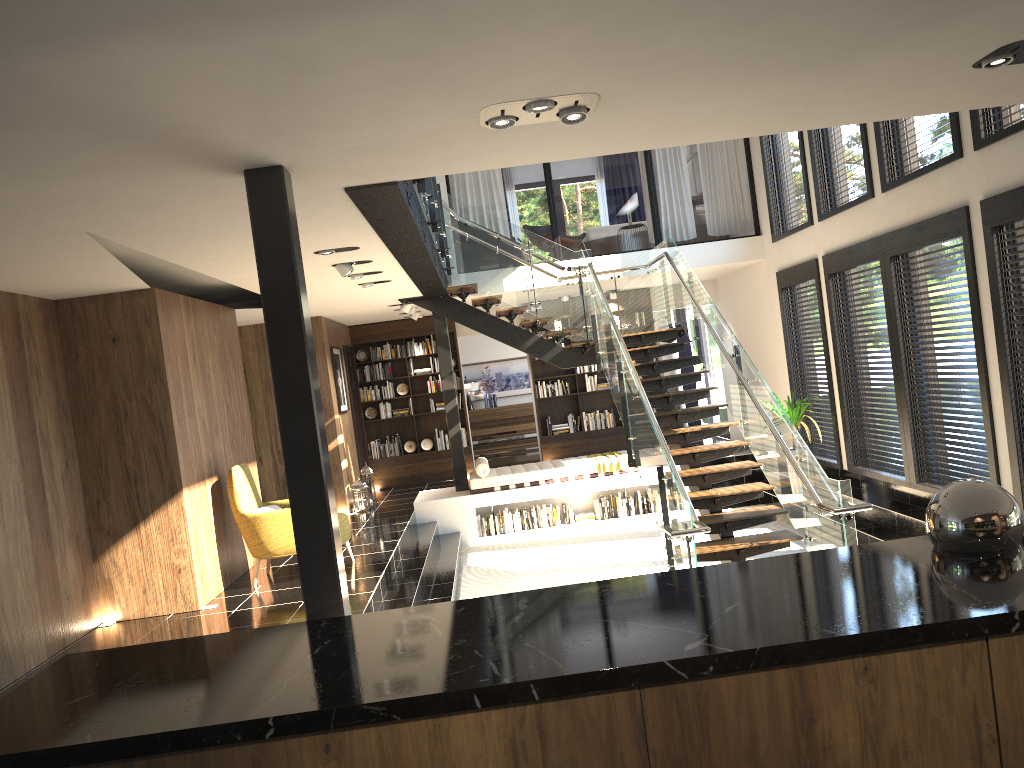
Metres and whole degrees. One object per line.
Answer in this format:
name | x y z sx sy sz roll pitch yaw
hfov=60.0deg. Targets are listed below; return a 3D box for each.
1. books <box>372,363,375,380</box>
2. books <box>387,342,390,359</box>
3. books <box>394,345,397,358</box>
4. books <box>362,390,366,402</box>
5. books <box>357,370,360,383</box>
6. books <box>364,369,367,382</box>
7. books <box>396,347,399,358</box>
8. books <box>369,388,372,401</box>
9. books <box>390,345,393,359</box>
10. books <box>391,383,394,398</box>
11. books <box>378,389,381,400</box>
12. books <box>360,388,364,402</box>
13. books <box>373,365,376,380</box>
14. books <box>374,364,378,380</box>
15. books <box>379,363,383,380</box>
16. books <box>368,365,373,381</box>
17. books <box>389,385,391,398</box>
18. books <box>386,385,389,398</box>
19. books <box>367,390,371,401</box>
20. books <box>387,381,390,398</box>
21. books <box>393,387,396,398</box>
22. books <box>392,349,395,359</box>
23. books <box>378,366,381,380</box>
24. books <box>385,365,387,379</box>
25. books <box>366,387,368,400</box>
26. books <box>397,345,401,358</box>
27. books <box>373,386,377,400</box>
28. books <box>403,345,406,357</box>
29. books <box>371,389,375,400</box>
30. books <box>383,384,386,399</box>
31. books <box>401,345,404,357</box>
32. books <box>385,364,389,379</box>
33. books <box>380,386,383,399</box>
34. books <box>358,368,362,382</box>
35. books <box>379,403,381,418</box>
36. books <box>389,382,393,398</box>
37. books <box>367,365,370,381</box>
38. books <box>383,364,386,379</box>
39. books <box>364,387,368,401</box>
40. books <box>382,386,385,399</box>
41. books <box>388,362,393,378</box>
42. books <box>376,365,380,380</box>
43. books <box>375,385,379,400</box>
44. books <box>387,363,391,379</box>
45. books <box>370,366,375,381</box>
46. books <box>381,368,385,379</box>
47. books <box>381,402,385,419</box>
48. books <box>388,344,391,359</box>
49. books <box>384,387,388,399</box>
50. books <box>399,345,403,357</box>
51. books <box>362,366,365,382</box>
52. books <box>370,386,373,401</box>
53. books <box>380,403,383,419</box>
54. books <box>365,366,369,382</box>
books | -2.241 -0.198 14.445 0.015 0.288 0.154 -8 1 -2
books | -1.999 -0.542 14.419 0.012 0.278 0.228 -8 1 -2
books | -1.897 -0.525 14.470 0.030 0.217 0.165 -8 1 -2
books | -2.406 0.189 14.460 0.045 0.192 0.164 -8 1 -2
books | -2.490 -0.130 14.452 0.023 0.215 0.148 -8 1 -2
books | -2.377 -0.138 14.432 0.025 0.204 0.192 -8 1 -2
books | -1.863 -0.506 14.439 0.029 0.172 0.187 -8 1 -2
books | -2.300 0.166 14.482 0.018 0.208 0.126 -8 1 -2
books | -1.962 -0.525 14.456 0.020 0.235 0.206 -8 1 -2
books | -1.943 0.101 14.477 0.023 0.245 0.133 -8 1 -2
books | -2.159 0.169 14.459 0.026 0.167 0.173 -8 1 -2
books | -2.446 0.178 14.464 0.030 0.224 0.165 -8 1 -2
books | -2.223 -0.185 14.444 0.018 0.256 0.172 -8 1 -2
books | -2.204 -0.191 14.425 0.019 0.264 0.175 -8 1 -2
books | -2.124 -0.206 14.436 0.033 0.273 0.189 -8 1 -2
books | -2.299 -0.177 14.434 0.027 0.261 0.181 -8 1 -2
books | -1.982 0.124 14.466 0.018 0.211 0.157 -8 1 -2
books | -2.023 0.127 14.475 0.027 0.214 0.159 -8 1 -2
books | -2.324 0.190 14.461 0.037 0.169 0.148 -8 1 -2
books | -2.004 0.090 14.450 0.018 0.284 0.198 -8 1 -2
books | -1.920 0.131 14.468 0.015 0.181 0.136 -8 1 -2
books | -1.927 -0.487 14.480 0.040 0.149 0.125 -8 1 -2
books | -2.149 -0.177 14.451 0.024 0.220 0.123 -8 1 -2
books | -2.046 -0.195 14.451 0.014 0.230 0.172 -8 1 -2
books | -2.356 0.162 14.479 0.018 0.232 0.123 -8 1 -2
books | -1.839 -0.530 14.458 0.027 0.212 0.180 -8 1 -2
books | -2.220 0.143 14.464 0.036 0.235 0.169 -8 1 -2
books | -1.750 -0.532 14.473 0.024 0.194 0.182 -8 1 -2
books | -2.251 0.175 14.449 0.035 0.180 0.164 -8 1 -2
books | -2.073 0.119 14.460 0.020 0.243 0.154 -8 1 -2
books | -1.773 -0.533 14.439 0.023 0.202 0.201 -8 1 -2
books | -2.029 -0.204 14.456 0.024 0.242 0.144 -8 1 -2
books | -2.123 0.139 14.467 0.053 0.216 0.151 -8 1 -2
books | -2.468 -0.140 14.434 0.023 0.231 0.143 -8 1 -2
books | -2.142 0.438 14.472 0.020 0.264 0.152 -8 1 -2
books | -1.965 0.097 14.454 0.021 0.260 0.197 -8 1 -2
books | -2.323 -0.177 14.428 0.022 0.267 0.197 -8 1 -2
books | -2.069 -0.197 14.462 0.028 0.240 0.148 -8 1 -2
books | -2.375 0.164 14.431 0.022 0.235 0.194 -8 1 -2
books | -2.087 0.141 14.433 0.016 0.206 0.204 -8 1 -2
books | -1.976 -0.223 14.463 0.035 0.267 0.133 -8 1 -2
books | -2.179 -0.190 14.452 0.032 0.255 0.160 -8 1 -2
books | -2.189 0.138 14.444 0.026 0.237 0.164 -8 1 -2
books | -2.006 -0.217 14.461 0.025 0.263 0.147 -8 1 -2
books | -2.265 -0.172 14.415 0.039 0.243 0.179 -8 1 -2
books | -2.090 -0.168 14.426 0.025 0.188 0.181 -8 1 -2
books | -2.097 0.427 14.447 0.018 0.275 0.144 -8 1 -2
books | -1.982 -0.528 14.445 0.020 0.245 0.228 -8 1 -2
books | -2.047 0.141 14.450 0.025 0.194 0.172 -8 1 -2
books | -1.805 -0.534 14.452 0.039 0.212 0.172 -8 1 -2
books | -2.426 -0.158 14.455 0.066 0.255 0.127 -8 1 -2
books | -2.283 0.150 14.476 0.019 0.236 0.139 -8 1 -2
books | -2.117 0.439 14.436 0.026 0.257 0.192 -8 1 -2
books | -2.351 -0.167 14.431 0.035 0.255 0.183 -8 1 -2
